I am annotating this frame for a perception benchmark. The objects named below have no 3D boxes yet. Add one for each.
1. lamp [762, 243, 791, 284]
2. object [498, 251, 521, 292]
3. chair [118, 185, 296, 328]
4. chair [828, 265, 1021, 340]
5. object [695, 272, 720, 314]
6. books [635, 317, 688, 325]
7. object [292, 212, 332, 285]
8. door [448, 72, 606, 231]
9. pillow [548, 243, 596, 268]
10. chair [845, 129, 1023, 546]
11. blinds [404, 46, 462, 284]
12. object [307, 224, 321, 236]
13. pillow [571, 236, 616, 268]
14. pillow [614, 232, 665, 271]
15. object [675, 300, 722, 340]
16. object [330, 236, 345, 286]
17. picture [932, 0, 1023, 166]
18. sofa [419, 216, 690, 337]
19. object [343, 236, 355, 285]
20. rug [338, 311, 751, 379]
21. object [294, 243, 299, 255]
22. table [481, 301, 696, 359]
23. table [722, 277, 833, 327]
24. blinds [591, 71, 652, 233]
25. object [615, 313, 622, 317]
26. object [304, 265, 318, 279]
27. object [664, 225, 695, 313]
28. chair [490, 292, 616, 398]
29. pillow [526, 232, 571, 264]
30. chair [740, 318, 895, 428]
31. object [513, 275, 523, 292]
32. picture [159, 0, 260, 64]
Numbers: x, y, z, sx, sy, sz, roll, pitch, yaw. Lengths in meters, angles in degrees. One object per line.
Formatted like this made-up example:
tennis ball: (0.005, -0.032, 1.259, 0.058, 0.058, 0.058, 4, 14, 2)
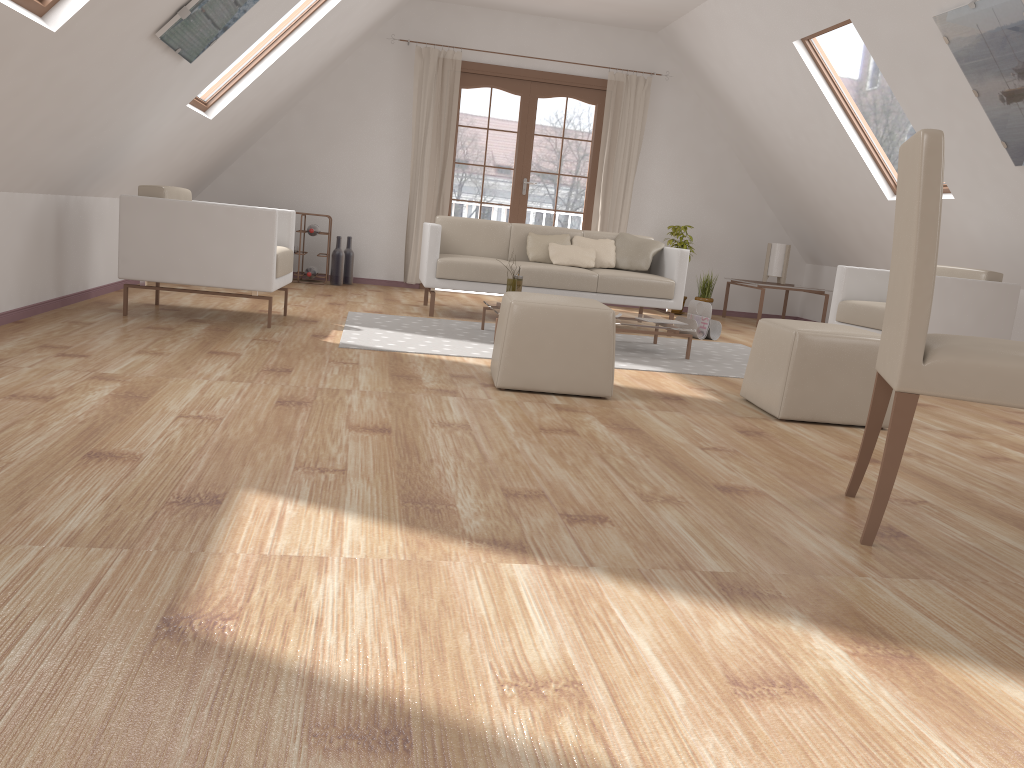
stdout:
lamp: (2.547, -1.158, 8.514, 0.221, 0.375, 0.180, 10, 11, 24)
object: (-0.006, -0.650, 5.395, 0.123, 0.359, 0.184, 12, 12, 31)
chair: (-1.691, -0.739, 5.043, 0.820, 0.706, 0.748, 5, 10, -7)
chair: (2.627, -0.427, 5.751, 0.820, 0.706, 0.748, 2, 11, -20)
object: (1.831, -0.862, 8.365, 0.234, 0.480, 0.209, -4, 14, -43)
books: (0.930, -0.390, 5.494, 0.280, 0.005, 0.192, 3, 11, -17)
object: (-2.054, -1.230, 7.874, 0.854, 0.608, 0.417, 4, 10, -9)
door: (0.082, -1.849, 8.455, 1.546, 2.001, 0.098, 4, 10, -9)
pillow: (0.452, -0.951, 6.608, 0.363, 0.170, 0.227, 5, 10, -4)
chair: (1.243, -0.088, 2.234, 0.618, 0.999, 0.477, 8, 10, 15)
blinds: (-0.767, -1.986, 8.204, 0.423, 2.130, 0.120, 4, 10, -12)
object: (-1.759, -1.361, 7.852, 0.109, 0.109, 0.435, 4, 10, -9)
pillow: (0.621, -1.006, 6.773, 0.351, 0.225, 0.196, 5, 10, -4)
pillow: (0.940, -1.009, 6.776, 0.424, 0.276, 0.269, 14, 13, 39)
object: (1.396, -0.487, 6.637, 0.212, 0.267, 0.315, 2, 11, -22)
object: (-1.556, -1.097, 7.919, 0.115, 0.443, 0.120, 3, 10, -15)
picture: (2.676, -1.588, 4.717, 0.683, 0.738, 0.650, 4, 10, -9)
sofa: (0.272, -0.826, 6.652, 1.880, 0.706, 0.820, 4, 10, -9)
object: (-1.504, -1.131, 8.136, 0.115, 0.443, 0.120, 3, 10, -15)
rug: (0.398, -0.235, 5.408, 2.800, 0.007, 1.600, 4, 10, -9)
object: (-1.962, -1.189, 7.852, 0.109, 0.109, 0.435, 4, 10, -9)
table: (0.436, -0.335, 5.463, 1.173, 0.190, 0.730, 4, 10, -9)
table: (2.484, -0.755, 8.415, 0.730, 0.390, 0.773, 4, 10, -11)
blinds: (1.009, -1.854, 8.461, 0.424, 2.129, 0.123, 3, 10, -14)
object: (0.604, -0.443, 5.474, 0.143, 0.052, 0.064, 4, 10, -9)
object: (-1.796, -0.992, 7.916, 0.109, 0.109, 0.435, 4, 10, -9)
object: (1.584, -1.106, 8.537, 0.311, 0.846, 0.307, 3, 11, -17)
chair: (0.180, -0.192, 3.915, 0.506, 0.394, 0.506, 5, 10, -5)
pillow: (0.285, -1.032, 6.722, 0.351, 0.235, 0.185, 5, 10, -6)
chair: (1.338, -0.066, 3.867, 0.506, 0.394, 0.506, 5, 10, -5)
object: (0.030, -0.581, 5.529, 0.075, 0.185, 0.075, 10, 11, 22)
picture: (-1.176, -1.864, 4.075, 0.683, 0.738, 0.650, 4, 10, -9)
